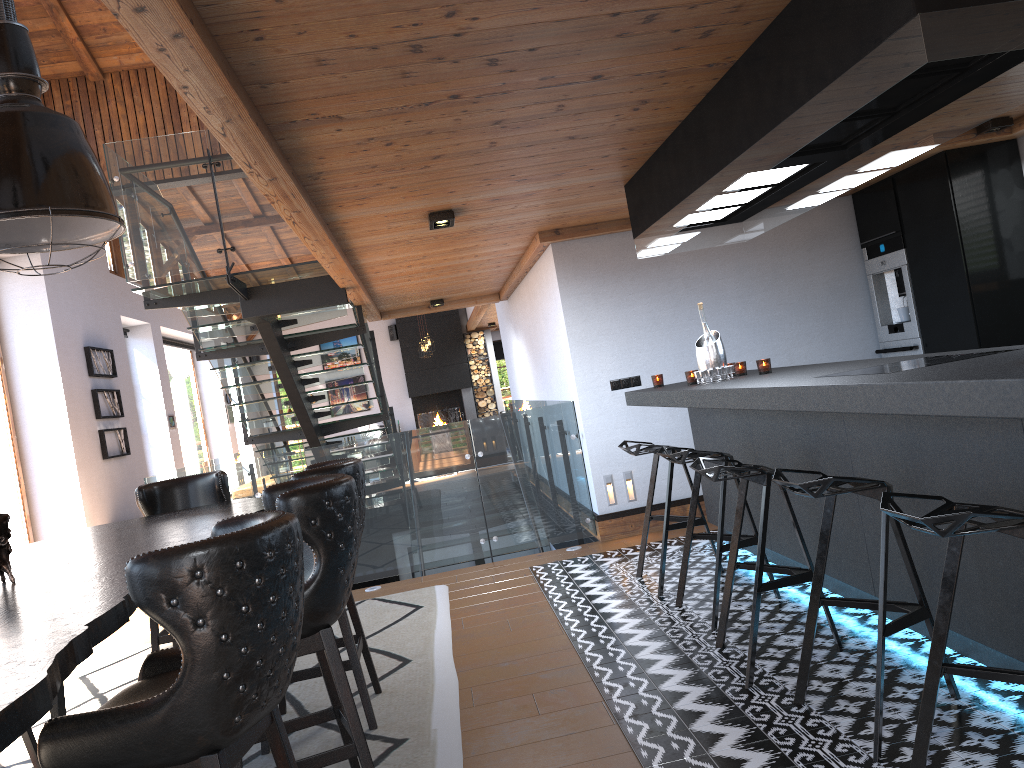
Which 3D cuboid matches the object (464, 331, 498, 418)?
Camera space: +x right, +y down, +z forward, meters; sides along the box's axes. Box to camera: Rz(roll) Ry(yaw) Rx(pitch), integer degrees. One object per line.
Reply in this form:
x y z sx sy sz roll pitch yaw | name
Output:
-0.659 0.127 20.078 0.495 2.612 0.465 -10 -1 -6 | object

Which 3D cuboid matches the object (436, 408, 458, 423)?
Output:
-1.162 0.758 16.750 0.405 0.808 0.621 -10 0 5 | object

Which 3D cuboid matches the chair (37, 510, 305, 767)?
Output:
-0.683 0.882 2.006 0.567 1.092 0.505 -10 -1 3 | chair

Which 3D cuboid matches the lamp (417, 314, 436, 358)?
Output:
-1.853 -1.618 17.360 0.263 2.202 0.797 -10 -1 -14 | lamp

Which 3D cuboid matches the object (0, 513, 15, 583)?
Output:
-1.746 0.551 2.884 0.224 0.253 0.114 -10 -1 -43 | object

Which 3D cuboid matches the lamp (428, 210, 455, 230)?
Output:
-0.433 -1.007 5.410 0.156 0.068 0.260 -10 0 -6 | lamp

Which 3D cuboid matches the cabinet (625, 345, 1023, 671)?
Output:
1.515 0.483 3.735 0.891 1.104 4.787 -10 0 -5 | cabinet

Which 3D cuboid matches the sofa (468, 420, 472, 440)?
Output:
-1.221 1.115 15.196 2.574 0.838 1.235 -10 0 -7 | sofa

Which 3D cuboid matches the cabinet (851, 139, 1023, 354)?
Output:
3.410 -0.499 3.852 0.545 2.380 6.412 -10 0 -5 | cabinet

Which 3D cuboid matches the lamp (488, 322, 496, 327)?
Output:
-0.442 -1.299 19.282 0.156 0.068 0.260 -10 0 -6 | lamp

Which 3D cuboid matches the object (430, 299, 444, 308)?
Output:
-0.857 -0.927 10.120 0.156 0.068 0.260 -10 0 -6 | object

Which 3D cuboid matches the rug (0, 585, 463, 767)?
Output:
-1.432 1.560 3.262 2.559 0.047 5.615 -10 0 -6 | rug

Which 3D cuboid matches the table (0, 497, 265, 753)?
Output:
-1.542 1.117 2.938 1.433 0.950 3.786 -10 0 -5 | table

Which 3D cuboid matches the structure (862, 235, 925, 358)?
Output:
2.931 -0.618 6.714 0.256 0.945 0.595 -10 0 -5 | structure

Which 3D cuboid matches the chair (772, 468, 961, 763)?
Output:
1.184 0.672 2.916 0.471 0.839 0.536 -10 0 -9 | chair

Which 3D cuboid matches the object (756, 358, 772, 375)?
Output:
1.392 -0.096 4.891 0.080 0.081 0.078 -10 0 -41 | object

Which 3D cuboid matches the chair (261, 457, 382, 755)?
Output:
-0.829 0.900 3.778 0.570 1.092 0.502 -10 -1 -7 | chair

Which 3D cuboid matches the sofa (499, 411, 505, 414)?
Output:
0.480 0.818 17.542 1.243 0.838 2.558 -10 0 -6 | sofa

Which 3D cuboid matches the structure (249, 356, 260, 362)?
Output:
-5.723 -0.622 19.693 0.214 0.349 0.213 -10 0 -6 | structure

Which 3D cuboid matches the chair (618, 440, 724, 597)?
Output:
0.930 0.719 5.147 0.470 0.839 0.537 -10 0 -6 | chair

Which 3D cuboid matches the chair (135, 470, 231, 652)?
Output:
-1.762 1.065 4.917 0.506 1.092 0.566 -10 0 -7 | chair

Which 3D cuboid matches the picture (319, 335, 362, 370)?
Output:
-3.871 -0.711 19.986 0.882 0.816 0.036 -10 -1 -7 | picture

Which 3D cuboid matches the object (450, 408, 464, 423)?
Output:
-1.145 1.020 19.479 0.304 1.018 0.311 -10 -1 39 | object

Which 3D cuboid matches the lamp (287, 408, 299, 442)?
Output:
-4.457 1.155 18.712 0.524 1.899 1.330 -10 0 15 | lamp

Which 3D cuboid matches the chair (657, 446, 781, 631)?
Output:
1.040 0.699 4.401 0.471 0.839 0.536 -10 0 -9 | chair

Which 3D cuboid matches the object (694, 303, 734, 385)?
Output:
1.106 -0.234 4.985 0.227 0.452 0.224 -10 0 -6 | object

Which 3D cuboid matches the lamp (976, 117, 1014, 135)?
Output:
2.998 -1.612 5.508 0.156 0.068 0.152 -10 0 -6 | lamp

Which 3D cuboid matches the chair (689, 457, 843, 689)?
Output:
1.040 0.698 3.614 0.469 0.839 0.539 -10 0 0 | chair

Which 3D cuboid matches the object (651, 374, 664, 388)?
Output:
0.970 -0.021 5.896 0.078 0.081 0.080 -10 0 29 | object

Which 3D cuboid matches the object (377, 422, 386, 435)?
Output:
-2.807 1.051 19.778 0.339 0.455 0.336 -10 0 20 | object

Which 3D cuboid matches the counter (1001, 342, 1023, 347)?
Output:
3.393 -0.263 4.492 0.533 0.040 2.560 -10 0 -5 | counter

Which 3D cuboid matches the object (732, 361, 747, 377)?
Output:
1.358 -0.090 5.271 0.080 0.081 0.078 -10 0 -41 | object

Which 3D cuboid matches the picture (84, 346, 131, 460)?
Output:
-4.801 0.223 10.538 0.059 1.312 0.772 -10 0 -5 | picture

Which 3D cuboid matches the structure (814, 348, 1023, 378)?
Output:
1.495 -0.066 3.321 0.505 0.017 0.608 -10 0 -6 | structure

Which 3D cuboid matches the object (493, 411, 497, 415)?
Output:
-0.375 1.003 19.763 0.270 0.795 0.261 -10 -1 -23 | object

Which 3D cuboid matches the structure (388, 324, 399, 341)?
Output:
-2.681 -1.157 20.056 0.214 0.349 0.213 -10 0 -6 | structure

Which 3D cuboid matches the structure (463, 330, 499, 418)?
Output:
-0.653 0.119 20.070 0.503 2.617 0.510 -10 -1 -6 | structure

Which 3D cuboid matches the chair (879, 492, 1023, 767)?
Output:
1.226 0.664 2.143 0.470 0.839 0.537 -10 0 -5 | chair

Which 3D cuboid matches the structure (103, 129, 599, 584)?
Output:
-3.831 1.599 8.018 9.237 6.399 10.994 -10 0 -6 | structure

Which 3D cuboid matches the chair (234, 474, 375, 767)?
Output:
-0.694 0.875 2.827 0.573 1.092 0.499 -10 -1 -22 | chair

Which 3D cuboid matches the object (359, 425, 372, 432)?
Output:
-3.233 1.098 19.662 0.262 0.532 0.422 -10 -1 -37 | object

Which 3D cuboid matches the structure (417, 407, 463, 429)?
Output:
-1.597 0.843 19.808 0.985 0.514 0.183 -10 -1 -7 | structure

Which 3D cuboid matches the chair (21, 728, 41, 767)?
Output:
-2.363 1.179 3.543 0.567 1.092 0.505 -10 -1 3 | chair

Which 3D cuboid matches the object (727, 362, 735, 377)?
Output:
1.341 -0.087 5.460 0.080 0.081 0.078 -10 0 -41 | object

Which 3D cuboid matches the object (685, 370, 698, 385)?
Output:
1.065 -0.038 5.233 0.080 0.081 0.078 -10 0 -41 | object

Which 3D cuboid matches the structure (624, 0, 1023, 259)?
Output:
1.229 -1.096 3.938 0.713 0.476 3.241 -10 0 -5 | structure

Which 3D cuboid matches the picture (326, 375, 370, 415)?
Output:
-3.698 0.268 19.975 0.882 0.816 0.036 -10 -1 -7 | picture

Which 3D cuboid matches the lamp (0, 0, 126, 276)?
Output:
-2.202 -2.740 3.428 0.613 4.685 0.629 -10 -1 39 | lamp
